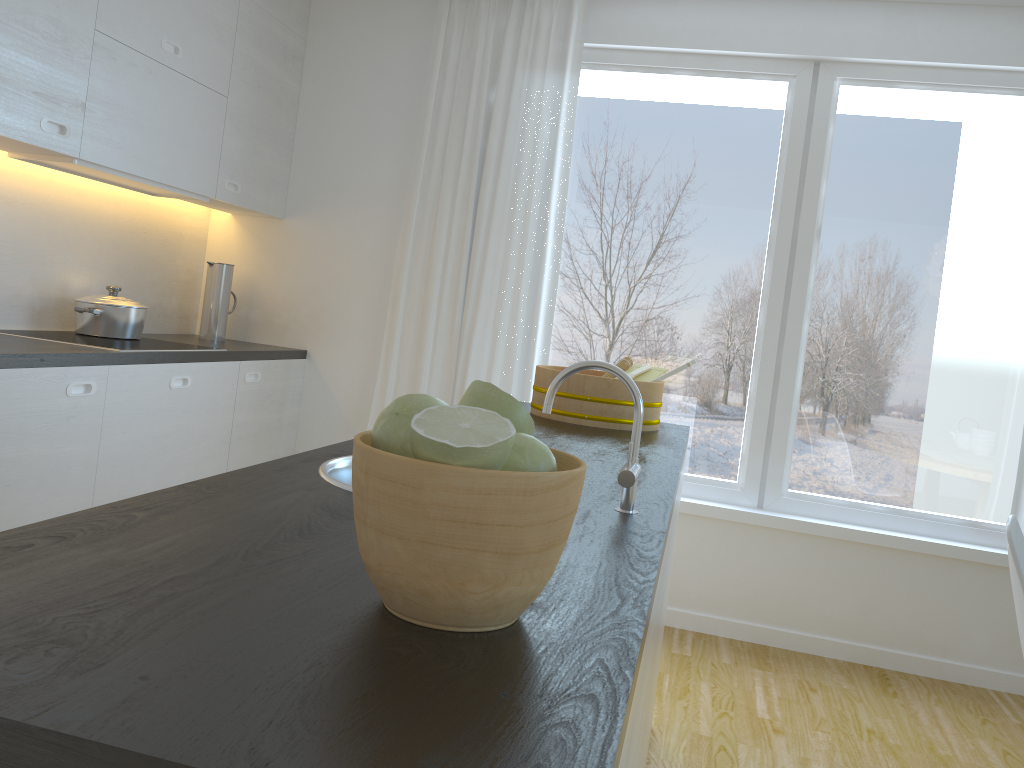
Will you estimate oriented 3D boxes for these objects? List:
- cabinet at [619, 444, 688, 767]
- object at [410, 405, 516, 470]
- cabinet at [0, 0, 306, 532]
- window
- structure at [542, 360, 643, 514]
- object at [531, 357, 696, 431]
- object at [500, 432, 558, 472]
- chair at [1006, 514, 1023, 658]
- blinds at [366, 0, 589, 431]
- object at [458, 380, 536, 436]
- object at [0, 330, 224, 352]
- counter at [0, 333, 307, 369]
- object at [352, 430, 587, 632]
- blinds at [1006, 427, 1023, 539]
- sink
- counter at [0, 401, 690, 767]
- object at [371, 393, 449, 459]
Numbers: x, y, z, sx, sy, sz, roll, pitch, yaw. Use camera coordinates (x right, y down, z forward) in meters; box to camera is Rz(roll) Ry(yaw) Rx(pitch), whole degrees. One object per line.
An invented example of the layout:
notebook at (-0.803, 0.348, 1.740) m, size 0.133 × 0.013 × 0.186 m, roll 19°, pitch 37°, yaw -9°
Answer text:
cabinet at (-0.055, 0.632, 1.667) m, size 0.601 × 0.908 × 2.402 m, roll 8°, pitch 4°, yaw 12°
object at (-0.042, 0.054, 0.719) m, size 0.086 × 0.065 × 0.084 m, roll 8°, pitch 3°, yaw 24°
cabinet at (-1.503, -0.421, 2.649) m, size 0.482 × 2.298 × 3.202 m, roll 7°, pitch 3°, yaw 12°
window at (1.183, -0.420, 3.798) m, size 2.731 × 1.917 × 0.088 m, roll 8°, pitch 1°, yaw 13°
structure at (0.115, 0.074, 1.290) m, size 0.162 × 0.215 × 0.097 m, roll 8°, pitch 1°, yaw 13°
object at (0.269, 0.001, 2.607) m, size 0.380 × 0.214 × 0.428 m, roll 10°, pitch 4°, yaw 40°
object at (-0.003, 0.084, 0.783) m, size 0.081 × 0.085 × 0.098 m, roll 6°, pitch 3°, yaw -23°
chair at (1.324, 0.792, 1.933) m, size 0.525 × 0.901 × 0.429 m, roll 8°, pitch 1°, yaw 32°
blinds at (-0.142, -0.779, 3.900) m, size 0.796 × 2.158 × 0.150 m, roll 7°, pitch 1°, yaw 12°
object at (-0.016, 0.033, 0.845) m, size 0.078 × 0.071 × 0.074 m, roll 9°, pitch 3°, yaw 37°
object at (-1.473, -0.156, 3.255) m, size 0.563 × 0.013 × 0.654 m, roll 8°, pitch 4°, yaw 12°
counter at (-1.473, -0.138, 3.250) m, size 0.601 × 0.040 × 2.001 m, roll 8°, pitch 4°, yaw 12°
object at (-0.045, 0.127, 0.780) m, size 0.204 × 0.142 × 0.206 m, roll 6°, pitch 3°, yaw -26°
blinds at (2.438, -0.412, 3.321) m, size 0.796 × 2.158 × 0.150 m, roll 7°, pitch 1°, yaw 13°
sink at (-0.104, 0.223, 1.363) m, size 0.403 × 0.157 × 0.406 m, roll 5°, pitch 4°, yaw -36°
counter at (0.004, 0.162, 1.663) m, size 0.601 × 0.040 × 2.402 m, roll 8°, pitch 4°, yaw 12°
object at (-0.080, 0.058, 0.801) m, size 0.087 × 0.098 × 0.102 m, roll 9°, pitch 3°, yaw 33°
